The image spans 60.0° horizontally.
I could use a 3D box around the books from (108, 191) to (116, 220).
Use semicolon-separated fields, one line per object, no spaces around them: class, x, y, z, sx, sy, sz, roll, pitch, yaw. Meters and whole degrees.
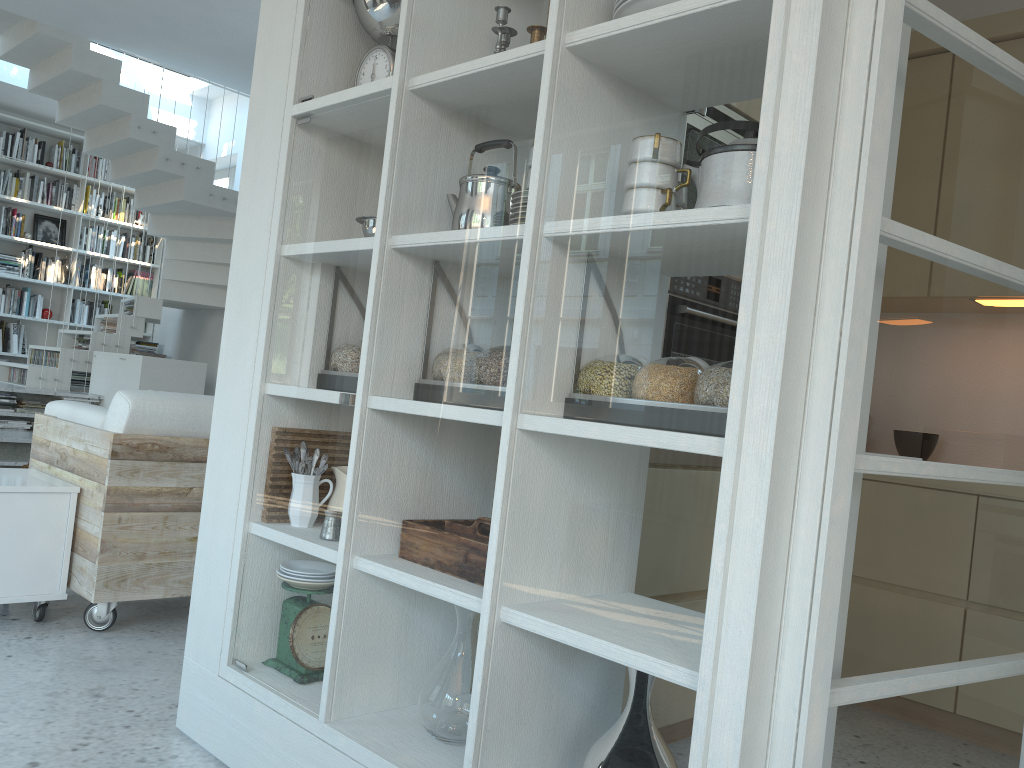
books;-4.146;-1.833;9.154;0.152;0.296;0.022;6;-1;45

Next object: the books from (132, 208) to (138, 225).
books;-4.006;-1.793;9.398;0.160;0.261;0.022;6;-1;45

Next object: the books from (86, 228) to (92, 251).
books;-4.354;-1.465;9.070;0.182;0.247;0.023;6;-1;45

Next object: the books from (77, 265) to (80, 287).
books;-4.450;-1.101;9.047;0.147;0.238;0.010;6;-1;45

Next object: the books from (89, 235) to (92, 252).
books;-4.355;-1.460;9.095;0.172;0.238;0.012;6;-1;45

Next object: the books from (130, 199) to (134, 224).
books;-4.059;-1.810;9.372;0.153;0.281;0.024;6;-1;45

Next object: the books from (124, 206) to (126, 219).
books;-4.109;-1.785;9.318;0.167;0.217;0.024;6;-1;45

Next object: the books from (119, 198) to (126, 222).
books;-4.100;-1.798;9.235;0.247;0.242;0.042;5;-1;45

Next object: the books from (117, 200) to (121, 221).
books;-4.105;-1.790;9.200;0.174;0.222;0.013;6;-1;45

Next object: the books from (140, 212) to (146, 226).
books;-3.955;-1.782;9.461;0.154;0.254;0.070;6;-1;45

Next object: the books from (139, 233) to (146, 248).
books;-3.973;-1.452;9.498;0.140;0.330;0.013;6;-1;45

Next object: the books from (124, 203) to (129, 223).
books;-4.082;-1.783;9.324;0.171;0.220;0.023;6;-1;45

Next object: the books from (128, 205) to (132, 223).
books;-4.058;-1.776;9.340;0.186;0.212;0.013;5;-1;45

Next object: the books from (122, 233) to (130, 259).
books;-4.099;-1.450;9.375;0.132;0.291;0.024;6;-1;45

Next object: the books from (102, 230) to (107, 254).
books;-4.251;-1.457;9.191;0.158;0.260;0.013;6;-1;45

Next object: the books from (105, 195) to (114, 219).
books;-4.161;-1.813;9.135;0.189;0.253;0.023;6;-1;45

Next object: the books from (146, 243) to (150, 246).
books;-3.944;-1.397;9.547;0.130;0.230;0.024;6;-1;45

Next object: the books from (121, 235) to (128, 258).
books;-4.110;-1.436;9.338;0.184;0.258;0.023;6;-1;45

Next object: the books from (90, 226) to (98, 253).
books;-4.311;-1.478;9.108;0.185;0.285;0.014;6;-1;45

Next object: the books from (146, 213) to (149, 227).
books;-3.923;-1.757;9.492;0.180;0.213;0.023;5;-1;45

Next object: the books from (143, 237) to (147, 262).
books;-3.960;-1.427;9.501;0.149;0.283;0.013;6;-1;45

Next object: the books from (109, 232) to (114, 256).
books;-4.202;-1.451;9.236;0.172;0.262;0.022;6;-1;45

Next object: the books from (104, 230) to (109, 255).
books;-4.244;-1.460;9.211;0.152;0.271;0.025;6;-1;45

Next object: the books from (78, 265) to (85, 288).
books;-4.423;-1.096;9.087;0.144;0.236;0.066;6;-1;45

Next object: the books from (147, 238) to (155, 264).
books;-3.899;-1.424;9.547;0.186;0.292;0.042;6;-1;45

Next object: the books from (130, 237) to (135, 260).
books;-4.057;-1.425;9.405;0.160;0.252;0.025;6;-1;45

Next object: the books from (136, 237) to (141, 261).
books;-4.009;-1.427;9.432;0.173;0.268;0.028;6;-1;45

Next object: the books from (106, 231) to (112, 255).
books;-4.220;-1.452;9.221;0.156;0.259;0.024;6;-1;45

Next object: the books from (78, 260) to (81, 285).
books;-4.447;-1.121;9.061;0.147;0.279;0.010;6;-1;45

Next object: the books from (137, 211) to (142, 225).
books;-3.988;-1.803;9.430;0.162;0.287;0.023;6;-1;45

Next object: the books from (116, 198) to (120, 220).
books;-4.119;-1.799;9.198;0.165;0.237;0.012;6;-1;45

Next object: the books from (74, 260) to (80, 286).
books;-4.456;-1.122;9.017;0.160;0.277;0.025;6;-1;45

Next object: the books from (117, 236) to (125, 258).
books;-4.130;-1.432;9.309;0.177;0.245;0.045;6;-1;45

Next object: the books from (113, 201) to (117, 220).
books;-4.141;-1.786;9.169;0.184;0.206;0.014;5;-1;45

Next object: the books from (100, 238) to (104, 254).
books;-4.279;-1.419;9.186;0.157;0.179;0.027;5;-1;45

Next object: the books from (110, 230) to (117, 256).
books;-4.186;-1.459;9.258;0.166;0.283;0.030;6;-1;45

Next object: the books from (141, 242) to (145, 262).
books;-3.981;-1.398;9.474;0.177;0.220;0.025;5;-1;45

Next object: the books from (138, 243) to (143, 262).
books;-3.992;-1.396;9.449;0.188;0.211;0.025;5;-1;45

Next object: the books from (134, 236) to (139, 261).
books;-4.025;-1.433;9.419;0.188;0.277;0.013;6;-1;45

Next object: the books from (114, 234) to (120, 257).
books;-4.164;-1.441;9.303;0.160;0.254;0.012;6;-1;45

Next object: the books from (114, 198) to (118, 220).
books;-4.131;-1.803;9.186;0.144;0.242;0.022;6;-1;45

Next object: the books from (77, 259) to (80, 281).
books;-4.453;-1.129;9.040;0.164;0.293;0.010;6;-1;45

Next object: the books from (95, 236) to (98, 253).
books;-4.324;-1.431;9.145;0.136;0.191;0.028;6;-1;45

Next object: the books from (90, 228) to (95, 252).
books;-4.336;-1.466;9.104;0.173;0.256;0.026;6;-1;45

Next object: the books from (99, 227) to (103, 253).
books;-4.276;-1.476;9.163;0.165;0.292;0.012;6;-1;45

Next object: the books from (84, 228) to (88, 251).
books;-4.391;-1.470;9.073;0.160;0.250;0.026;6;-1;45

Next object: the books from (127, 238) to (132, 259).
books;-4.084;-1.421;9.394;0.145;0.237;0.028;6;-1;45

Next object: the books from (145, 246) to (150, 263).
books;-3.939;-1.380;9.504;0.192;0.195;0.029;5;-1;45

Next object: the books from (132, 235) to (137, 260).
books;-4.036;-1.438;9.412;0.151;0.283;0.012;6;-1;45

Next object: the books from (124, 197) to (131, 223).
books;-4.071;-1.819;9.341;0.165;0.295;0.010;6;-1;45

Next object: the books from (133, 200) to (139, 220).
books;-4.008;-1.809;9.426;0.151;0.294;0.011;6;-1;45

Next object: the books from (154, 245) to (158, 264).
books;-3.882;-1.384;9.570;0.184;0.219;0.021;5;-1;45

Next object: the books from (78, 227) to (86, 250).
books;-4.395;-1.473;9.050;0.160;0.254;0.012;6;-1;45

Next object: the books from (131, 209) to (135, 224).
books;-4.044;-1.758;9.392;0.156;0.182;0.034;5;-1;45

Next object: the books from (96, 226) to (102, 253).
books;-4.296;-1.481;9.159;0.162;0.297;0.022;6;-1;45
